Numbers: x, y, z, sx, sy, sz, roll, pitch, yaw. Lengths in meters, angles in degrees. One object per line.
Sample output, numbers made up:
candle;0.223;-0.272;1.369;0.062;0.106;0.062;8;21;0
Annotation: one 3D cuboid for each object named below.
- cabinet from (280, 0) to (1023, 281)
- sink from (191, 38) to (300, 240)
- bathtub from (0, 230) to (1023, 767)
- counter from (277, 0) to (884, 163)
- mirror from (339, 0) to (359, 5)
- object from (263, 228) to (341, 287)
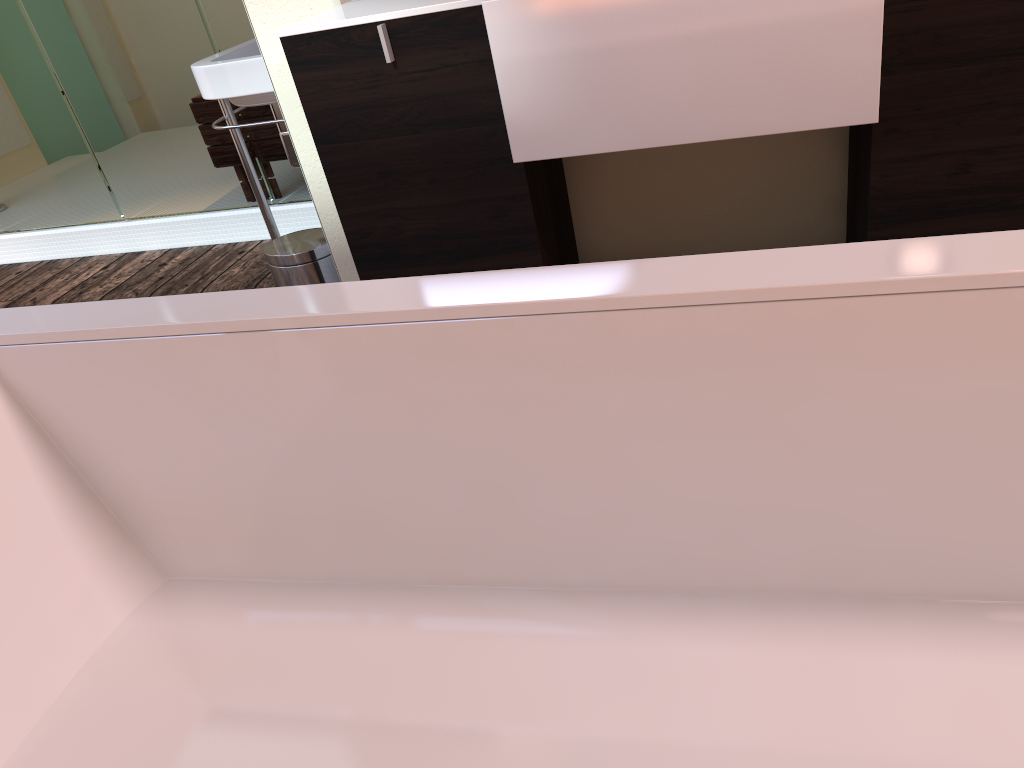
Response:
cabinet;0.581;-0.453;1.769;1.856;0.939;0.379;-3;33;16
sink;-0.571;-0.743;2.696;0.346;0.799;0.669;-2;33;16
bathtub;0.267;0.355;0.754;2.217;0.706;0.784;-3;33;16
counter;0.517;-0.713;1.569;1.856;0.301;0.434;-3;33;16
mirror;1.018;-1.760;0.991;3.235;1.876;0.011;-2;33;16
object;-0.561;-0.314;2.553;0.222;0.312;0.219;-21;33;-14
